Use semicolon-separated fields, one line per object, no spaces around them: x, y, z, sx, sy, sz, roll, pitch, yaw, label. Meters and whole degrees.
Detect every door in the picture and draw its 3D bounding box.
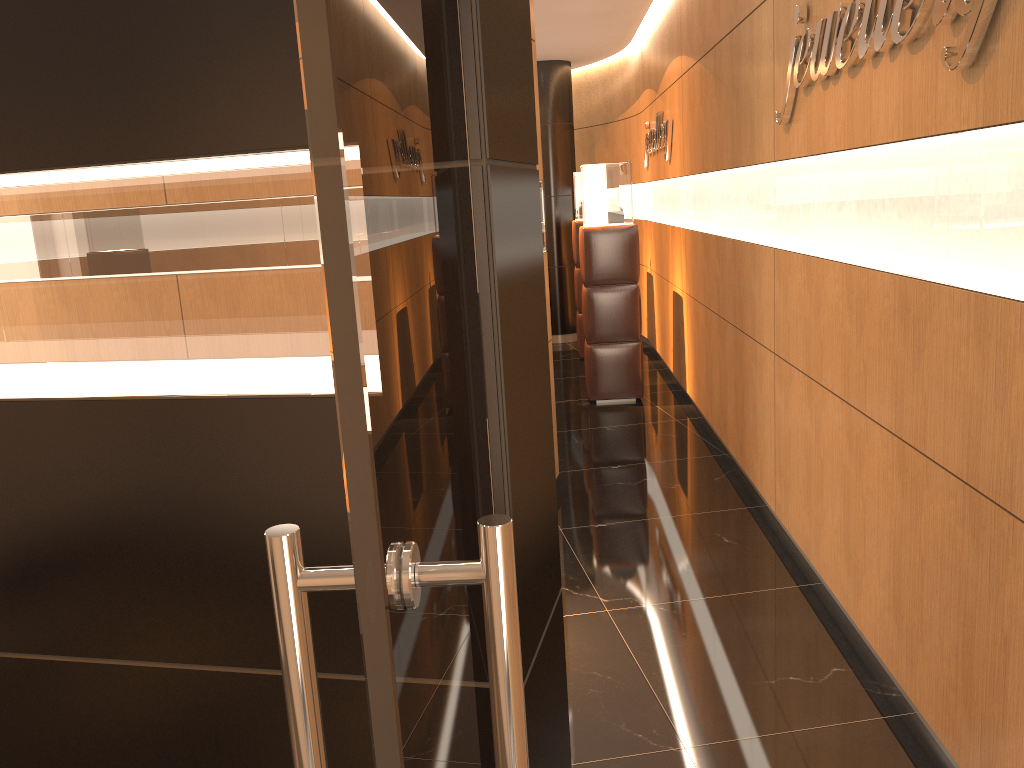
-0.072;0.079;0.169;0.098;3.285;2.473;-3;12;3;door

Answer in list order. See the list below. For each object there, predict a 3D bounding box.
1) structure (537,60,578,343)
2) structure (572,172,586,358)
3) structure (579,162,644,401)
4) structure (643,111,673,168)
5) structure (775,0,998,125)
0.493;-2.242;10.866;0.613;3.430;0.613;-2;12;7;structure
0.919;-1.282;9.631;0.498;2.000;0.484;-3;12;2;structure
0.840;-0.872;7.591;0.498;1.968;0.484;-3;12;2;structure
1.349;-2.289;8.313;0.034;0.442;2.050;-3;12;3;structure
1.139;-1.161;2.920;0.034;0.442;2.050;-3;12;3;structure
